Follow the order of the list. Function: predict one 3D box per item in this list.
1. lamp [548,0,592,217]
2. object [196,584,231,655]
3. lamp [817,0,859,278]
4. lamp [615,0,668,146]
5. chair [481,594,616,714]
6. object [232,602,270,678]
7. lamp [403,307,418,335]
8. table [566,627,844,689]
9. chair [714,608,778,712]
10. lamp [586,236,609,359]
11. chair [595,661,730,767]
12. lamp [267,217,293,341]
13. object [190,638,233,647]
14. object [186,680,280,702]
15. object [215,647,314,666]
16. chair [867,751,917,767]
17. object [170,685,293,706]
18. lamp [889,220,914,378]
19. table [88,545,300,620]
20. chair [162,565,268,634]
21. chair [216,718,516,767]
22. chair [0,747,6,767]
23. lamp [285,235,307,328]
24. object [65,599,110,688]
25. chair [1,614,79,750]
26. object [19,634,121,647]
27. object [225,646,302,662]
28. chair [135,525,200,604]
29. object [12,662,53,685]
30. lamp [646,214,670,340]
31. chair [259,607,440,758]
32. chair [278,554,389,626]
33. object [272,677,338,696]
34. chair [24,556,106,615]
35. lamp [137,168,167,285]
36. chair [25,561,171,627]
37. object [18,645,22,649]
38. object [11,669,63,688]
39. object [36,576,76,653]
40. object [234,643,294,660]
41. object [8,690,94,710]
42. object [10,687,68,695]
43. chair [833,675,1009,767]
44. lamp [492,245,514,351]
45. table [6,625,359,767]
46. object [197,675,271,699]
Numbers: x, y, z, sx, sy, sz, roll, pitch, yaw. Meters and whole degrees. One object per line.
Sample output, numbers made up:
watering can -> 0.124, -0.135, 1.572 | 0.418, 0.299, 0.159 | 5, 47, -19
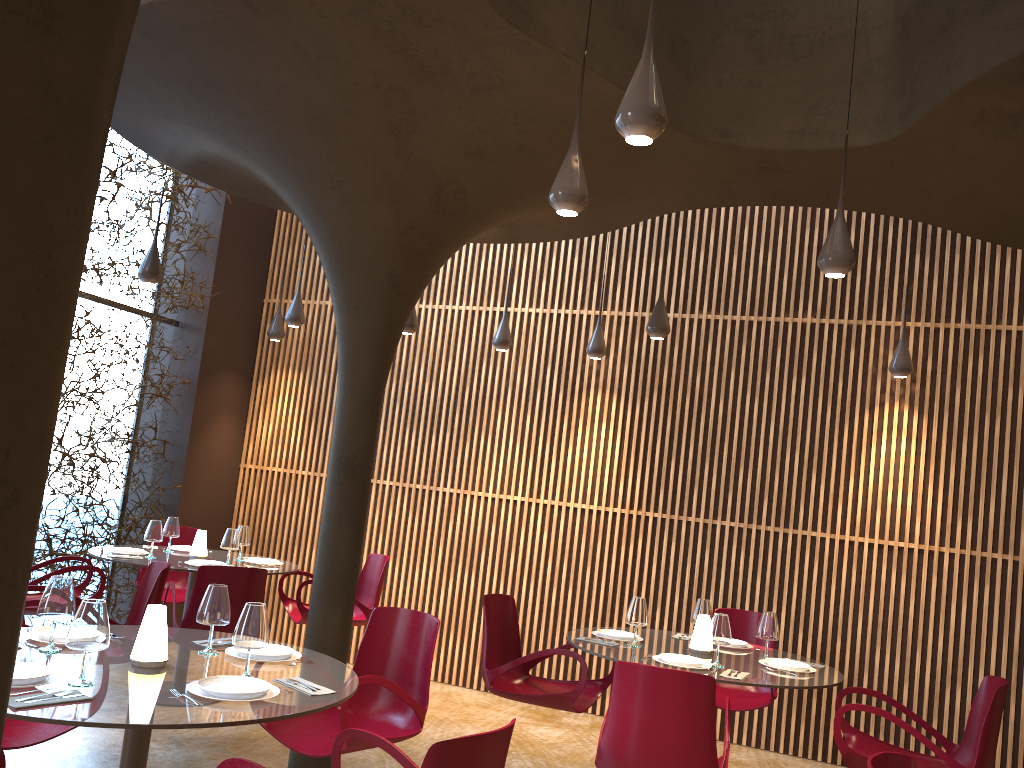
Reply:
lamp -> 0.627, -3.910, 4.527 | 0.196, 6.261, 0.196 | 10, -6, -33
object -> -1.309, 1.031, 3.886 | 0.142, 0.294, 0.142 | 6, -6, 9
lamp -> 2.093, -3.675, 5.040 | 0.196, 6.261, 0.196 | 3, -7, 36
lamp -> 0.836, -4.000, 3.588 | 0.196, 6.261, 0.196 | 10, -6, -33
chair -> 0.196, 1.771, 5.839 | 0.872, 0.634, 0.627 | 4, -7, 26
object -> -1.032, 1.017, 3.501 | 0.142, 0.294, 0.142 | 7, -6, -4
lamp -> -0.616, -3.563, 8.568 | 0.196, 6.261, 0.196 | 3, -7, 36
table -> 1.103, 2.223, 5.441 | 1.671, 1.127, 1.678 | 3, -7, 31
chair -> 1.654, 2.029, 6.551 | 0.624, 0.634, 0.875 | 4, -7, 21
lamp -> 1.157, -3.338, 8.715 | 0.196, 6.261, 0.196 | 12, -7, -43
chair -> 0.765, 1.662, 4.392 | 0.624, 0.634, 0.875 | 5, -7, 16
lamp -> -2.241, -3.574, 10.043 | 0.196, 6.261, 0.196 | 12, -7, -43
object -> -1.349, 1.199, 4.109 | 0.126, 0.017, 0.263 | 2, -8, 32
object -> -1.023, 1.126, 3.257 | 0.332, 0.014, 0.332 | 12, -9, -38
object -> -1.098, 1.201, 3.932 | 0.410, 0.012, 0.205 | 3, -8, 28
chair -> 1.475, 1.524, 2.579 | 0.872, 0.634, 0.627 | 2, -8, 36
object -> -1.025, 1.127, 3.253 | 0.204, 0.012, 0.412 | 1, -9, 37
lamp -> 3.657, -3.154, 7.812 | 0.196, 6.261, 0.196 | 3, -7, 36
table -> -2.684, 2.010, 7.337 | 1.675, 1.127, 1.674 | 10, -7, -26
chair -> -2.082, 1.557, 6.271 | 0.626, 0.634, 0.873 | 10, -7, -28
chair -> -0.445, 1.331, 2.845 | 0.872, 0.634, 0.627 | 3, -7, 31
chair -> -2.039, 1.106, 2.526 | 0.624, 0.634, 0.875 | 4, -7, 26
lamp -> -1.760, -3.654, 8.923 | 0.196, 6.261, 0.196 | 12, -7, -43
object -> -1.506, 0.918, 3.147 | 0.142, 0.294, 0.142 | 5, -6, 13
chair -> -2.351, 1.254, 4.048 | 0.872, 0.634, 0.627 | 2, -8, 36
object -> -1.906, 1.092, 3.819 | 0.204, 0.012, 0.412 | 2, -8, 34
object -> -1.102, 1.199, 3.934 | 0.332, 0.014, 0.333 | 6, -7, 4
chair -> -3.143, 1.675, 8.262 | 0.626, 0.634, 0.873 | 9, -7, -23
object -> -1.748, 1.011, 3.090 | 0.263, 0.029, 0.264 | 3, -8, 30
lamp -> 1.522, -3.459, 7.369 | 0.196, 6.261, 0.196 | 3, -7, 36
chair -> -0.788, 1.492, 4.494 | 0.624, 0.634, 0.875 | 3, -7, 31
chair -> -1.559, 1.812, 7.863 | 0.874, 0.634, 0.625 | 10, -7, -28
object -> -0.812, 1.184, 3.468 | 0.262, 0.017, 0.127 | 1, -9, 42
chair -> -3.631, 1.439, 6.797 | 0.874, 0.634, 0.625 | 11, -7, -33
lamp -> -2.621, -3.920, 7.574 | 0.196, 6.261, 0.196 | 12, -7, -43
chair -> -2.604, 1.395, 5.446 | 0.874, 0.634, 0.625 | 10, -7, -28
object -> -2.105, 1.047, 3.589 | 0.262, 0.017, 0.127 | 1, -9, 38
object -> -1.749, 1.021, 3.089 | 0.331, 0.014, 0.333 | 5, -7, 14
object -> -1.851, 0.932, 3.599 | 0.142, 0.294, 0.142 | 10, -7, -30
object -> -1.101, 1.190, 3.935 | 0.263, 0.029, 0.264 | 4, -7, 23
object -> -1.517, 1.031, 2.895 | 0.126, 0.017, 0.263 | 2, -9, 36
object -> -1.753, 1.022, 3.091 | 0.410, 0.012, 0.205 | 2, -8, 32
chair -> 2.277, 1.911, 4.984 | 0.872, 0.634, 0.627 | 4, -7, 21
lamp -> 0.260, -3.423, 8.880 | 0.196, 6.261, 0.196 | 3, -7, 36
table -> -1.519, 1.678, 3.490 | 1.671, 1.127, 1.677 | 1, -8, 41
object -> -1.022, 1.117, 3.258 | 0.263, 0.029, 0.264 | 0, -10, 45
